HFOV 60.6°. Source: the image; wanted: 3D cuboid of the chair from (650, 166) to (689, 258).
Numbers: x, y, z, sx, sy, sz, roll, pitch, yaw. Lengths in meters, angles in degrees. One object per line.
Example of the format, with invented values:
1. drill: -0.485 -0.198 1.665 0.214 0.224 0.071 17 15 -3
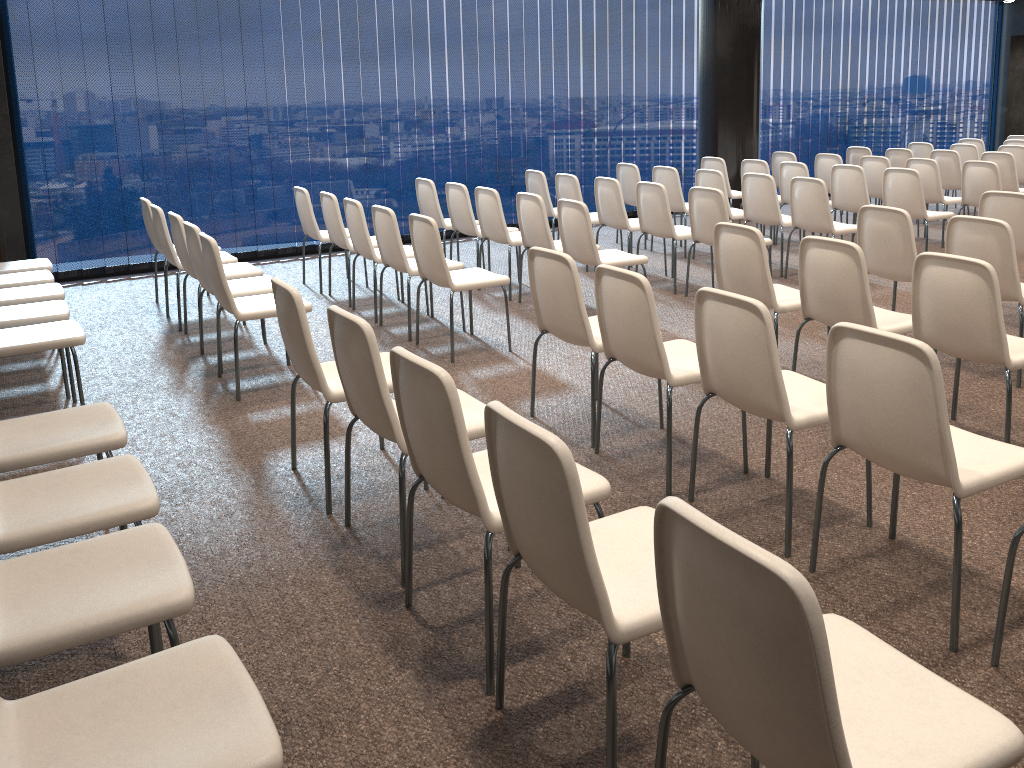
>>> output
1. chair: 1.737 -1.788 8.932 0.563 0.875 0.542 -9 14 -30

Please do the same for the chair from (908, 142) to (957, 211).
1. chair: 5.641 -2.823 11.827 0.563 0.875 0.543 -8 14 -29

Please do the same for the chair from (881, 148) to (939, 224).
1. chair: 4.877 -2.456 10.752 0.563 0.875 0.542 -9 14 -30

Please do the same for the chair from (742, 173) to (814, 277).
1. chair: 2.373 -1.467 7.888 0.563 0.875 0.542 -9 14 -30

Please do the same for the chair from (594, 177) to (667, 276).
1. chair: 1.047 -1.424 7.859 0.563 0.875 0.543 -8 14 -28

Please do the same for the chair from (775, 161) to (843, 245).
1. chair: 3.072 -1.868 9.075 0.562 0.875 0.543 -8 14 -27

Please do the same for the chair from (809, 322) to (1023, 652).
1. chair: 1.285 0.224 2.732 0.563 0.875 0.543 -8 14 -29

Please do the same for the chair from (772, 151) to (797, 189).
1. chair: 3.463 -2.388 10.653 0.563 0.875 0.543 -8 14 -28

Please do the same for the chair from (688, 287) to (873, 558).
1. chair: 0.987 0.061 3.262 0.562 0.875 0.543 -8 14 -28

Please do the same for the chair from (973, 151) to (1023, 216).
1. chair: 5.499 -2.144 9.736 0.563 0.875 0.542 -9 14 -31

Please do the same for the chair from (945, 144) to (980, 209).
1. chair: 5.939 -2.660 11.298 0.563 0.875 0.542 -9 14 -30

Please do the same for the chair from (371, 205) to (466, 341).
1. chair: -0.662 -0.825 6.139 0.563 0.875 0.543 -9 14 -30

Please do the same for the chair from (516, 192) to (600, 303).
1. chair: 0.345 -1.044 6.739 0.563 0.875 0.543 -8 14 -29

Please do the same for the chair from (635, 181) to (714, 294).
1. chair: 1.345 -1.261 7.330 0.563 0.875 0.543 -8 14 -29

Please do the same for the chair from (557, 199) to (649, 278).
1. chair: 0.631 -0.883 6.216 0.563 0.875 0.543 -8 14 -28

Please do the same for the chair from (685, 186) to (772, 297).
1. chair: 1.679 -1.104 6.819 0.563 0.875 0.542 -9 14 -31

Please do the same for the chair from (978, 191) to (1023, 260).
1. chair: 3.517 -0.900 6.038 0.563 0.875 0.542 -9 14 -30

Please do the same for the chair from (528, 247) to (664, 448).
1. chair: 0.390 -0.242 4.251 0.563 0.875 0.542 -9 14 -31

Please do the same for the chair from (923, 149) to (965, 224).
1. chair: 5.199 -2.309 10.268 0.563 0.875 0.543 -8 14 -28

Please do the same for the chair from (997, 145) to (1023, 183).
1. chair: 6.271 -2.504 10.789 0.563 0.875 0.542 -9 14 -30

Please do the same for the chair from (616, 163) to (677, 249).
1. chair: 1.437 -1.952 9.463 0.563 0.875 0.543 -8 14 -28

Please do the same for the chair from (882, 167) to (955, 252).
1. chair: 3.700 -1.548 8.033 0.563 0.875 0.542 -9 14 -30

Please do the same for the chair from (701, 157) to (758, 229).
1. chair: 2.477 -2.173 10.068 0.563 0.875 0.542 -9 14 -30

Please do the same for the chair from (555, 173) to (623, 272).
1. chair: 0.724 -1.573 8.346 0.563 0.875 0.543 -8 14 -28

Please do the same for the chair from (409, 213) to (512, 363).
1. chair: -0.342 -0.666 5.622 0.563 0.875 0.542 -9 14 -30

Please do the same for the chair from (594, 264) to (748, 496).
1. chair: 0.663 -0.088 3.750 0.563 0.875 0.543 -8 14 -28

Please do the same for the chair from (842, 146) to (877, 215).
1. chair: 4.599 -2.614 11.262 0.563 0.875 0.543 -8 14 -28

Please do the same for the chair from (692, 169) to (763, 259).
1. chair: 2.068 -1.633 8.425 0.563 0.875 0.543 -8 14 -29

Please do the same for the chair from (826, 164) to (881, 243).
1. chair: 3.414 -1.710 8.556 0.563 0.875 0.542 -9 14 -31

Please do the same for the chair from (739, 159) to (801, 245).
1. chair: 2.799 -2.013 9.546 0.563 0.875 0.542 -9 14 -31

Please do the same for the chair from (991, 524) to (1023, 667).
1. chair: 1.616 0.379 2.226 0.562 0.875 0.543 -8 14 -27

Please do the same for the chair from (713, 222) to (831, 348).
1. chair: 1.430 -0.473 4.881 0.562 0.875 0.543 -8 14 -27

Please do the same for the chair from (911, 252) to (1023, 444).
1. chair: 2.060 -0.154 3.843 0.563 0.875 0.543 -8 14 -28

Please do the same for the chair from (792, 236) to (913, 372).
1. chair: 1.729 -0.309 4.351 0.563 0.875 0.543 -8 14 -29

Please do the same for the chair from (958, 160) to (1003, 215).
1. chair: 4.710 -1.752 8.582 0.562 0.875 0.543 -8 14 -27

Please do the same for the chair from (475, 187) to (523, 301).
1. chair: 0.008 -1.201 7.251 0.563 0.875 0.542 -9 14 -30
